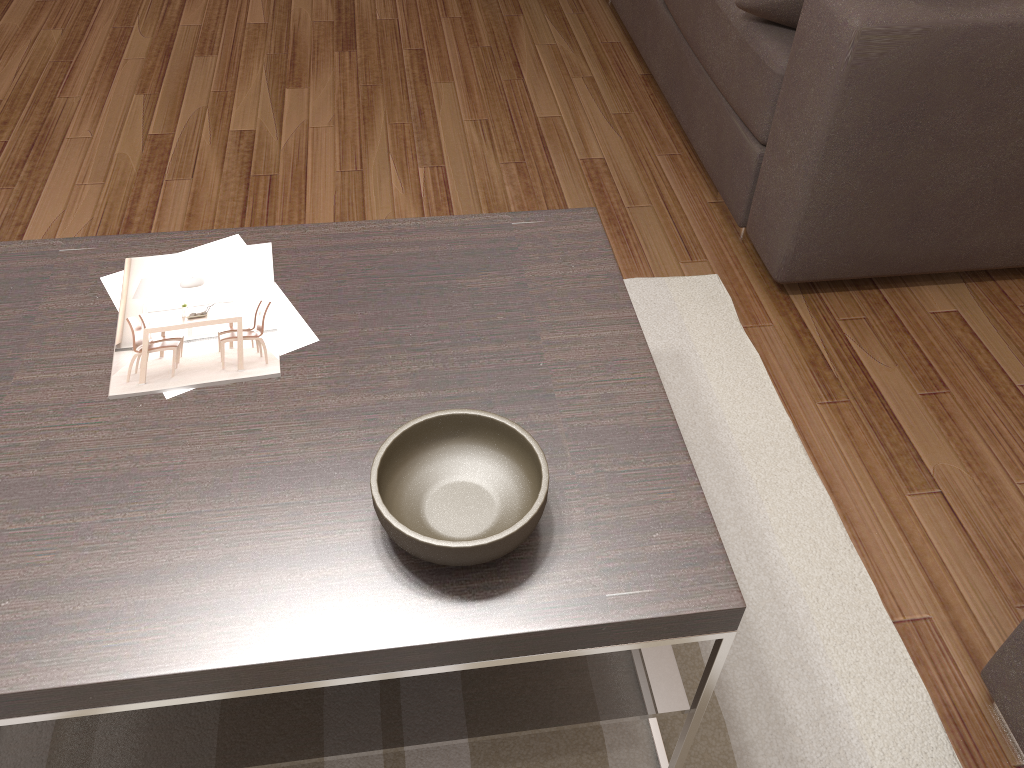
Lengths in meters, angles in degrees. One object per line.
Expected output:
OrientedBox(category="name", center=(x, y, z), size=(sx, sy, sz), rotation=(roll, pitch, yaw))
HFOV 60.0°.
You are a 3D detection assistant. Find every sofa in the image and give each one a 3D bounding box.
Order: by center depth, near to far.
OrientedBox(category="sofa", center=(0.453, 0.983, 0.606), size=(3.565, 0.776, 1.906), rotation=(-5, 45, -7))
OrientedBox(category="sofa", center=(0.733, -1.739, 3.379), size=(1.906, 0.776, 3.565), rotation=(-5, 45, -7))

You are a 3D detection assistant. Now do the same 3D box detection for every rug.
OrientedBox(category="rug", center=(-0.355, 0.407, 1.683), size=(2.122, 0.024, 1.791), rotation=(-5, 45, -7))

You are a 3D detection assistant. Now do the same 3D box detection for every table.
OrientedBox(category="table", center=(-0.338, 0.211, 1.485), size=(1.110, 0.558, 0.856), rotation=(-5, 45, -7))

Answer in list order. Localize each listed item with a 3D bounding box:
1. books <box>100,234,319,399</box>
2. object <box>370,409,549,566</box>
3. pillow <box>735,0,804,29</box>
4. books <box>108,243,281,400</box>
OrientedBox(category="books", center=(-0.490, -0.118, 1.420), size=(0.241, 0.008, 0.332), rotation=(-24, 50, -24))
OrientedBox(category="object", center=(-0.065, 0.138, 1.114), size=(0.219, 0.081, 0.219), rotation=(-1, 45, -4))
OrientedBox(category="pillow", center=(1.006, -1.084, 2.146), size=(0.749, 0.470, 0.560), rotation=(-27, 52, -27))
OrientedBox(category="books", center=(-0.497, -0.111, 1.402), size=(0.241, 0.010, 0.332), rotation=(-8, 46, -10))
